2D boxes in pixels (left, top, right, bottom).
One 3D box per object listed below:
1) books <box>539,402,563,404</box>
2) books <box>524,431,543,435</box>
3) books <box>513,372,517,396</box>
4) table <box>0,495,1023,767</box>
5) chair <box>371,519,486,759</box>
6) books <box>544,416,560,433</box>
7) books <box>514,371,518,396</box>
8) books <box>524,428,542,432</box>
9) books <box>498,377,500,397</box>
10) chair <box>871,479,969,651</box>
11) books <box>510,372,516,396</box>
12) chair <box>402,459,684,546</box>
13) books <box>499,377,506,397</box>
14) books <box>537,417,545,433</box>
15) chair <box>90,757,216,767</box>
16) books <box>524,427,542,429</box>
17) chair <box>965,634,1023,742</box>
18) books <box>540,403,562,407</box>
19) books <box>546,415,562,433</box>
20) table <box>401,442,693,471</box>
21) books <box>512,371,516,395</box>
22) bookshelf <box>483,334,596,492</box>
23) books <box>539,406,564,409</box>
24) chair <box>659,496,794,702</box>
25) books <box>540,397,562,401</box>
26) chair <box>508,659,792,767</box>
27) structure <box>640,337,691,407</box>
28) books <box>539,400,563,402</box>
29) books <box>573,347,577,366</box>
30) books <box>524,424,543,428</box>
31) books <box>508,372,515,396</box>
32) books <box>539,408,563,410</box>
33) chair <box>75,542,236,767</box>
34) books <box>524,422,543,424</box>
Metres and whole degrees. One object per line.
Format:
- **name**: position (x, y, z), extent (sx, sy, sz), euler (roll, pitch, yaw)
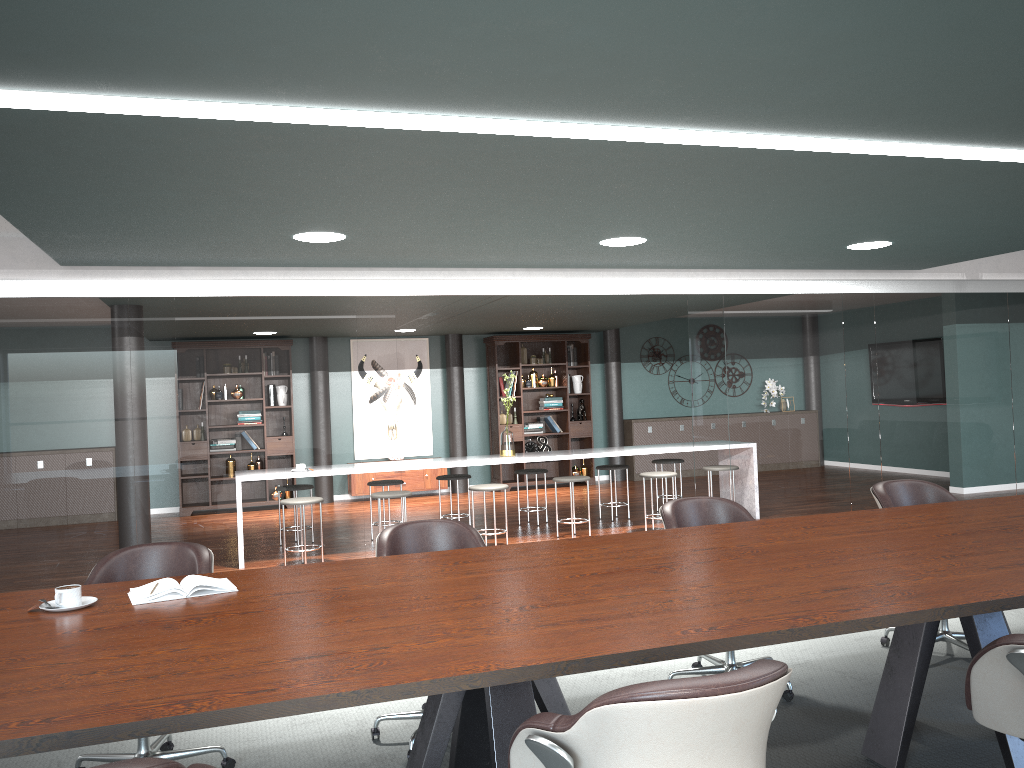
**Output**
- **books**: position (0.510, 0.244, 11.665), extent (0.268, 0.016, 0.205), euler (-2, -1, -18)
- **books**: position (0.240, 0.635, 11.542), extent (0.286, 0.027, 0.184), euler (-2, -1, -18)
- **books**: position (0.010, 0.003, 11.495), extent (0.063, 0.309, 0.210), euler (-2, -1, -18)
- **table**: position (0.686, 0.898, 2.696), extent (6.694, 0.706, 1.374), euler (-2, -1, -18)
- **chair**: position (-0.268, 0.915, 3.303), extent (0.535, 0.761, 0.518), euler (-2, -1, -12)
- **books**: position (0.516, 0.527, 11.636), extent (0.176, 0.227, 0.194), euler (-2, -1, -18)
- **books**: position (0.020, -0.004, 11.495), extent (0.062, 0.322, 0.197), euler (-2, -1, -18)
- **books**: position (0.236, 0.599, 11.540), extent (0.248, 0.042, 0.194), euler (-2, -1, -18)
- **books**: position (-0.213, 0.043, 11.425), extent (0.042, 0.248, 0.194), euler (-2, -1, -18)
- **chair**: position (1.896, 0.833, 3.998), extent (0.533, 0.761, 0.523), euler (-2, -1, -36)
- **books**: position (-0.004, 0.004, 11.492), extent (0.063, 0.309, 0.210), euler (-2, -1, -18)
- **chair**: position (0.007, 1.074, 7.805), extent (4.029, 0.512, 1.479), euler (-2, -1, -18)
- **books**: position (-0.153, 0.039, 11.445), extent (0.084, 0.252, 0.194), euler (-2, -1, -18)
- **books**: position (0.382, 0.537, 11.663), extent (0.063, 0.214, 0.139), euler (-2, -1, -18)
- **chair**: position (-0.689, 0.913, 1.390), extent (0.533, 0.761, 0.523), euler (-2, -1, -36)
- **books**: position (0.235, 0.570, 11.541), extent (0.268, 0.016, 0.205), euler (-2, -1, -18)
- **chair**: position (1.395, 0.835, 2.060), extent (0.535, 0.761, 0.518), euler (-2, -1, -12)
- **books**: position (0.512, 0.273, 11.665), extent (0.248, 0.042, 0.194), euler (-2, -1, -18)
- **books**: position (0.548, 0.524, 11.647), extent (0.166, 0.228, 0.205), euler (-2, -1, -18)
- **table**: position (-0.007, 0.980, 7.741), extent (4.577, 0.699, 0.609), euler (-2, -1, -18)
- **books**: position (0.005, -0.003, 11.492), extent (0.062, 0.322, 0.197), euler (-2, -1, -18)
- **bookshelf**: position (0.369, 0.358, 11.628), extent (1.339, 1.984, 0.482), euler (-2, -1, -18)
- **books**: position (0.515, 0.309, 11.666), extent (0.286, 0.027, 0.184), euler (-2, -1, -18)
- **chair**: position (0.873, 0.872, 3.674), extent (0.535, 0.761, 0.518), euler (-2, -1, -12)
- **books**: position (0.511, 0.199, 11.666), extent (0.248, 0.042, 0.194), euler (-2, -1, -18)
- **chair**: position (0.300, 0.876, 1.713), extent (0.533, 0.761, 0.523), euler (-2, -1, -42)
- **structure**: position (2.656, -0.259, 12.666), extent (1.791, 1.178, 0.017), euler (-2, -1, -18)
- **books**: position (0.508, 0.228, 11.659), extent (0.268, 0.016, 0.205), euler (-2, -1, -18)
- **books**: position (0.808, -0.357, 11.765), extent (0.042, 0.248, 0.194), euler (-2, -1, -18)
- **books**: position (0.256, 0.540, 11.548), extent (0.248, 0.042, 0.194), euler (-2, -1, -18)
- **books**: position (-0.024, 0.001, 11.486), extent (0.090, 0.316, 0.197), euler (-2, -1, -18)
- **books**: position (0.514, 0.331, 11.664), extent (0.268, 0.016, 0.205), euler (-2, -1, -18)
- **chair**: position (-1.231, 0.951, 2.989), extent (0.535, 0.761, 0.518), euler (-2, -1, 3)
- **books**: position (0.244, 0.511, 11.545), extent (0.268, 0.016, 0.205), euler (-2, -1, -18)
